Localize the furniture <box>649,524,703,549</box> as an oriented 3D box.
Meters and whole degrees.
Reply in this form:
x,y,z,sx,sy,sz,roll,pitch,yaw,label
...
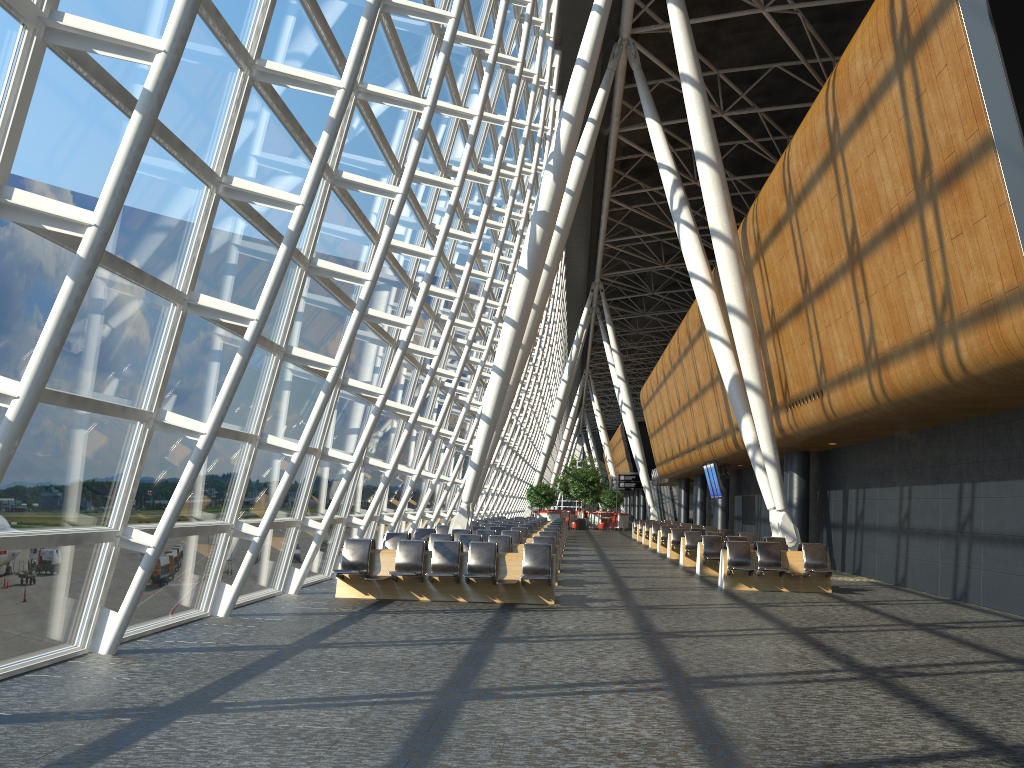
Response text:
x,y,z,sx,sy,sz,roll,pitch,yaw,label
5.825,5.390,31.138,1.896,0.865,1.672,1,-6,4,furniture

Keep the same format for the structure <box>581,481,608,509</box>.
x,y,z,sx,sy,sz,roll,pitch,yaw,label
6.167,8.865,66.337,2.279,3.462,2.231,0,-4,17,structure

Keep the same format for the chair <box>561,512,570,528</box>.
x,y,z,sx,sy,sz,roll,pitch,yaw,label
3.123,8.401,54.395,0.622,1.006,0.664,0,-4,29,chair

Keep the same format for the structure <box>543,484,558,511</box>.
x,y,z,sx,sy,sz,roll,pitch,yaw,label
2.161,8.078,58.940,1.789,2.839,1.836,4,-4,-38,structure

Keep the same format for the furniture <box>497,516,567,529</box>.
x,y,z,sx,sy,sz,roll,pitch,yaw,label
0.862,6.506,40.263,3.250,0.865,1.672,1,-6,4,furniture

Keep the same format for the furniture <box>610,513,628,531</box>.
x,y,z,sx,sy,sz,roll,pitch,yaw,label
6.599,8.394,53.722,0.888,1.002,2.850,0,-7,16,furniture

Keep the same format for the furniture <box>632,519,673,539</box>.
x,y,z,sx,sy,sz,roll,pitch,yaw,label
6.436,6.621,40.114,1.896,0.865,1.672,1,-6,4,furniture

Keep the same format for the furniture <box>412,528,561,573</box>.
x,y,z,sx,sy,sz,roll,pitch,yaw,label
-0.564,3.634,19.320,3.250,0.865,1.672,1,-6,4,furniture

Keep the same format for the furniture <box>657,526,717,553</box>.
x,y,z,sx,sy,sz,roll,pitch,yaw,label
5.622,4.980,28.146,1.896,0.865,1.672,1,-6,4,furniture

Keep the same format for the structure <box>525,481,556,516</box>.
x,y,z,sx,sy,sz,roll,pitch,yaw,label
1.673,7.137,51.816,1.738,2.767,1.784,4,-4,-38,structure

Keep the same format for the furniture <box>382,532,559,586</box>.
x,y,z,sx,sy,sz,roll,pitch,yaw,label
-0.767,3.224,16.328,3.250,0.865,1.672,1,-6,4,furniture

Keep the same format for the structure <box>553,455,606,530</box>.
x,y,z,sx,sy,sz,roll,pitch,yaw,label
4.047,6.751,55.035,3.093,4.513,5.841,2,-5,-3,structure

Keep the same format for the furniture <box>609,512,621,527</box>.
x,y,z,sx,sy,sz,roll,pitch,yaw,label
7.108,9.419,61.197,0.888,1.002,2.850,0,-7,16,furniture

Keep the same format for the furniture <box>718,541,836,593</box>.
x,y,z,sx,sy,sz,roll,pitch,yaw,label
4.807,3.338,16.179,1.896,0.865,1.672,1,-6,4,furniture

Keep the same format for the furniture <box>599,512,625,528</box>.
x,y,z,sx,sy,sz,roll,pitch,yaw,label
6.284,8.785,56.662,0.891,1.002,2.841,4,-7,-28,furniture

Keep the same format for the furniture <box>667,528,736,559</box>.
x,y,z,sx,sy,sz,roll,pitch,yaw,label
5.418,4.569,25.154,1.896,0.865,1.672,1,-6,4,furniture

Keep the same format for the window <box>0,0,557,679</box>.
x,y,z,sx,sy,sz,roll,pitch,yaw,label
2.927,5.350,80.126,3.719,13.955,167.476,1,-8,4,window

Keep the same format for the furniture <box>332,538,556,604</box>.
x,y,z,sx,sy,sz,roll,pitch,yaw,label
-0.971,2.813,13.336,3.250,0.865,1.672,1,-6,4,furniture

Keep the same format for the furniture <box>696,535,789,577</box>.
x,y,z,sx,sy,sz,roll,pitch,yaw,label
5.011,3.749,19.171,1.896,0.865,1.672,1,-6,4,furniture

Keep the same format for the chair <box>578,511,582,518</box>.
x,y,z,sx,sy,sz,roll,pitch,yaw,label
5.492,10.329,68.200,0.661,1.006,0.625,2,-3,-11,chair

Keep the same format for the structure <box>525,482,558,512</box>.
x,y,z,sx,sy,sz,roll,pitch,yaw,label
1.782,7.439,54.720,1.921,2.956,1.871,3,-4,-22,structure

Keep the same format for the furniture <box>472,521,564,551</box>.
x,y,z,sx,sy,sz,roll,pitch,yaw,label
0.047,4.865,28.296,3.250,0.865,1.672,1,-6,4,furniture

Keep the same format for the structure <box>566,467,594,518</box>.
x,y,z,sx,sy,sz,roll,pitch,yaw,label
5.564,8.940,70.922,3.093,4.514,5.780,0,-6,26,structure

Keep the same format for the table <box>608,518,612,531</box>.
x,y,z,sx,sy,sz,roll,pitch,yaw,label
5.708,8.323,52.400,0.798,0.747,0.804,0,-5,20,table

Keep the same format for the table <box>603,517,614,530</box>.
x,y,z,sx,sy,sz,roll,pitch,yaw,label
5.937,8.534,53.917,0.798,0.747,0.804,0,-5,20,table

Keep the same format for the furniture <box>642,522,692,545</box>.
x,y,z,sx,sy,sz,roll,pitch,yaw,label
6.029,5.800,34.130,1.896,0.865,1.672,1,-6,4,furniture

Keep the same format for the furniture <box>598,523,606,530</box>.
x,y,z,sx,sy,sz,roll,pitch,yaw,label
5.313,8.414,52.067,0.442,0.458,0.446,0,-5,16,furniture

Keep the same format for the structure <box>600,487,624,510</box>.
x,y,z,sx,sy,sz,roll,pitch,yaw,label
7.100,8.746,62.721,1.738,2.767,1.784,4,-4,-38,structure

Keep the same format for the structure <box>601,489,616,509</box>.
x,y,z,sx,sy,sz,roll,pitch,yaw,label
8.131,10.067,73.080,1.889,2.983,1.939,4,-4,-38,structure

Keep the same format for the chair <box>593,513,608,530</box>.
x,y,z,sx,sy,sz,roll,pitch,yaw,label
5.372,8.322,53.411,0.663,1.006,0.624,4,-4,-41,chair

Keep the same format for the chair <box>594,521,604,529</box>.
x,y,z,sx,sy,sz,roll,pitch,yaw,label
5.499,8.475,54.516,0.625,1.006,0.662,4,-4,-41,chair

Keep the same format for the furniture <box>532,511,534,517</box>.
x,y,z,sx,sy,sz,roll,pitch,yaw,label
3.332,11.481,76.533,3.250,0.865,1.672,1,-6,4,furniture

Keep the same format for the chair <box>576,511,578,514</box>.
x,y,z,sx,sy,sz,roll,pitch,yaw,label
5.048,10.811,71.838,0.661,1.006,0.625,2,-3,-11,chair

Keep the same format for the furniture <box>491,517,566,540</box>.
x,y,z,sx,sy,sz,roll,pitch,yaw,label
0.658,6.096,37.271,3.250,0.865,1.672,1,-6,4,furniture

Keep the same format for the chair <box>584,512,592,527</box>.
x,y,z,sx,sy,sz,roll,pitch,yaw,label
5.022,8.777,56.827,0.661,1.006,0.625,-1,-4,39,chair

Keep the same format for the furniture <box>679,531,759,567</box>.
x,y,z,sx,sy,sz,roll,pitch,yaw,label
5.214,4.159,22.163,1.896,0.865,1.672,1,-6,4,furniture

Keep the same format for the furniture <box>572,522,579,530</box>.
x,y,z,sx,sy,sz,roll,pitch,yaw,label
3.715,8.331,51.742,0.445,0.458,0.444,6,-6,-43,furniture

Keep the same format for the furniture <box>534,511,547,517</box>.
x,y,z,sx,sy,sz,roll,pitch,yaw,label
1.959,8.628,56.273,0.888,1.002,2.850,0,-7,16,furniture

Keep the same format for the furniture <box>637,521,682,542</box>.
x,y,z,sx,sy,sz,roll,pitch,yaw,label
6.233,6.211,37.122,1.896,0.865,1.672,1,-6,4,furniture

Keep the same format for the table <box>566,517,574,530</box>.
x,y,z,sx,sy,sz,roll,pitch,yaw,label
3.266,8.208,51.986,0.800,0.747,0.802,4,-5,-25,table

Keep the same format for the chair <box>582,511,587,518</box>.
x,y,z,sx,sy,sz,roll,pitch,yaw,label
5.531,9.802,64.302,0.661,1.006,0.625,-1,-4,39,chair

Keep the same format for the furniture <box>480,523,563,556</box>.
x,y,z,sx,sy,sz,roll,pitch,yaw,label
-0.156,4.455,25.304,3.250,0.865,1.672,1,-6,4,furniture

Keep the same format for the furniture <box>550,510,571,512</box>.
x,y,z,sx,sy,sz,roll,pitch,yaw,label
3.967,10.859,72.384,2.841,1.004,0.890,8,-8,-43,furniture

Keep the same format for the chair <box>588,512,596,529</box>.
x,y,z,sx,sy,sz,roll,pitch,yaw,label
5.224,8.624,55.664,0.623,1.006,0.664,-1,-4,39,chair

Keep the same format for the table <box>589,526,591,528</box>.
x,y,z,sx,sy,sz,roll,pitch,yaw,label
5.135,9.036,57.763,0.799,0.747,0.804,2,-5,-10,table

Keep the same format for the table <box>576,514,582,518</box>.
x,y,z,sx,sy,sz,roll,pitch,yaw,label
5.279,10.312,67.155,0.799,0.747,0.804,2,-5,-10,table

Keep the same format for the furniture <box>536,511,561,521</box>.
x,y,z,sx,sy,sz,roll,pitch,yaw,label
2.274,8.237,53.333,0.891,1.002,2.841,4,-7,-28,furniture

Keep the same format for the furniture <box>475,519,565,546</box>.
x,y,z,sx,sy,sz,roll,pitch,yaw,label
0.251,5.275,31.287,3.250,0.865,1.672,1,-6,4,furniture

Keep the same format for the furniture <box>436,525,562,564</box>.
x,y,z,sx,sy,sz,roll,pitch,yaw,label
-0.360,4.044,22.312,3.250,0.865,1.672,1,-6,4,furniture

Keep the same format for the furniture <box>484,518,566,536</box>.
x,y,z,sx,sy,sz,roll,pitch,yaw,label
0.455,5.686,34.279,3.250,0.865,1.672,1,-6,4,furniture

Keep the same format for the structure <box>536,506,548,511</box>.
x,y,z,sx,sy,sz,roll,pitch,yaw,label
2.154,8.548,62.264,1.762,2.801,1.808,4,-4,-38,structure

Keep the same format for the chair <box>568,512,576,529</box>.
x,y,z,sx,sy,sz,roll,pitch,yaw,label
3.388,8.225,53.045,0.661,1.006,0.626,-1,-4,29,chair
